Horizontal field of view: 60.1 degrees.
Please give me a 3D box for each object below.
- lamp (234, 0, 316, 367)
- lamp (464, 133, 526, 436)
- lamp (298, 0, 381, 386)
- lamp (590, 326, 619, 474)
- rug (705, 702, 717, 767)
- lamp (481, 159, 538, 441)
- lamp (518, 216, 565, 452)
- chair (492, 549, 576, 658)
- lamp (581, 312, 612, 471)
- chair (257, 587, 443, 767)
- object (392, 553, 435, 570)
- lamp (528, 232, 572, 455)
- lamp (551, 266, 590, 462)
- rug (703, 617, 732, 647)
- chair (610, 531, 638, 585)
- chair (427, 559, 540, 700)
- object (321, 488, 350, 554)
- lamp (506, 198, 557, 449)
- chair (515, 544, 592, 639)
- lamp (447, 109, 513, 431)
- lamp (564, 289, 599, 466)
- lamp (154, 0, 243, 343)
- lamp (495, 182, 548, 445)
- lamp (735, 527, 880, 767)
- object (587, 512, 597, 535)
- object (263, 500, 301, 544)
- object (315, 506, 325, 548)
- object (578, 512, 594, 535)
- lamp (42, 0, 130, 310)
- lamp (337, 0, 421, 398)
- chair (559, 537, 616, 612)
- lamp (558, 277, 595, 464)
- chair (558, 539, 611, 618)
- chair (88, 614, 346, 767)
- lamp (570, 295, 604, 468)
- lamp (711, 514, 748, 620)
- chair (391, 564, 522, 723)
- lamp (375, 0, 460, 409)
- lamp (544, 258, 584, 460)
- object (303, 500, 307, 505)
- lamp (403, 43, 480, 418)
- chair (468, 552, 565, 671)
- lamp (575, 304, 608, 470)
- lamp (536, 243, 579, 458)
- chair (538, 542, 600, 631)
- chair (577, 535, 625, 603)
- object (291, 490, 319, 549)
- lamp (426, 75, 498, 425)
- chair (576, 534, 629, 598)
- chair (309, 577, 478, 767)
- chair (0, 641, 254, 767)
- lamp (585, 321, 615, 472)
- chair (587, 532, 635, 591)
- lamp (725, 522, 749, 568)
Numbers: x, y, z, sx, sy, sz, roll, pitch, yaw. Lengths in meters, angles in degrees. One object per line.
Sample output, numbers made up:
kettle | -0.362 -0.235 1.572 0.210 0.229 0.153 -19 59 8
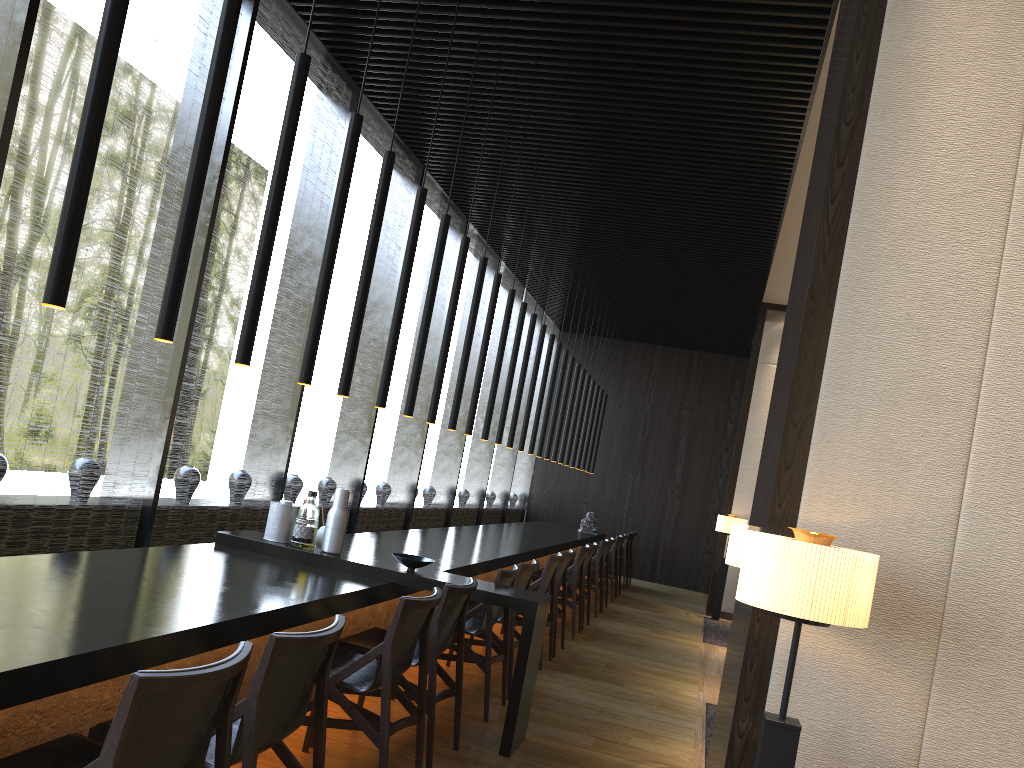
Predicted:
lamp | -0.841 -1.258 3.534 0.060 2.414 0.060 10 -2 8
lamp | -0.113 -0.793 6.801 0.060 2.414 0.060 10 -2 8
lamp | -0.721 -1.182 4.070 0.060 2.414 0.060 10 -2 8
lamp | 1.467 0.215 13.894 0.060 2.414 0.060 10 -2 8
rug | 2.080 2.271 5.008 1.953 0.008 2.255 9 -6 13
lamp | -0.004 -0.724 7.289 0.060 2.414 0.060 10 -2 18
lamp | 0.305 -0.527 8.677 0.060 2.414 0.060 10 -2 8
chair | 0.191 1.724 7.215 0.562 0.825 0.528 10 -3 13
lamp | 1.245 0.073 12.897 0.060 2.414 0.060 10 -2 8
chair | -0.622 1.205 3.565 0.562 0.825 0.528 10 -3 13
object | -0.525 0.946 4.659 0.227 0.067 0.229 9 -6 16
lamp | 0.412 -0.458 9.157 0.060 2.414 0.060 10 -2 18
lamp | 0.713 -0.266 10.509 0.060 2.414 0.060 10 -2 8
rug | 3.195 2.982 10.013 2.036 0.008 2.255 9 -6 13
chair | 1.584 2.613 13.472 0.562 0.825 0.528 10 -3 13
chair | -0.154 1.504 5.670 0.562 0.825 0.528 10 -3 13
object | -0.938 0.733 4.750 0.113 0.343 0.113 10 -3 9
lamp | 0.198 -0.595 8.196 0.060 2.414 0.060 10 -2 18
chair | 0.410 1.864 8.201 0.562 0.825 0.528 10 -3 13
lamp | -0.210 -0.855 6.367 0.060 2.414 0.060 10 -2 8
lamp | 0.923 -0.132 11.451 0.060 2.414 0.060 10 -2 8
lamp | -0.953 -1.329 3.032 0.060 2.414 0.060 10 -2 8
lamp | 0.099 -0.658 7.754 0.060 2.414 0.060 10 -2 8
lamp | 0.768 1.098 2.587 0.374 1.347 0.376 10 -3 3
object | 1.146 2.026 12.960 0.208 0.312 0.164 8 -4 38
object | -1.250 0.746 4.828 0.168 0.219 0.169 10 -4 9
object | -1.018 0.796 4.891 0.135 0.217 0.136 11 -3 1
object | 1.087 1.992 12.717 0.207 0.309 0.162 11 -3 -7
lamp | -1.064 -1.400 2.532 0.060 2.414 0.060 10 -2 8
lamp | -0.628 -1.122 4.490 0.060 2.414 0.060 10 -2 8
chair | 0.885 2.167 10.331 0.562 0.825 0.528 10 -3 13
lamp | 0.821 -0.197 10.993 0.060 2.414 0.060 10 -2 8
chair | 0.760 2.087 9.772 0.562 0.825 0.528 10 -3 13
chair | -0.842 1.065 2.580 0.562 0.825 0.528 10 -3 13
lamp | 1.026 -0.066 11.917 0.060 2.414 0.060 10 -2 8
lamp | 2.705 2.335 11.287 0.373 1.347 0.377 8 -4 43
chair | -0.278 1.425 5.111 0.562 0.825 0.528 10 -3 13
lamp | -0.515 -1.050 4.998 0.060 2.414 0.060 10 -2 8
lamp | 0.612 -0.330 10.059 0.060 2.414 0.060 10 -2 8
object | -1.167 0.762 4.923 0.067 0.237 0.067 10 -3 7
lamp | -0.414 -0.985 5.451 0.060 2.414 0.060 10 -2 8
chair | 0.066 1.645 6.656 0.562 0.825 0.528 10 -3 13
lamp | 1.137 0.004 12.411 0.060 2.414 0.060 10 -2 8
lamp | 0.510 -0.396 9.599 0.060 2.414 0.060 10 -2 8
chair | 0.535 1.944 8.760 0.562 0.825 0.528 10 -3 13
chair | 1.110 2.311 11.342 0.562 0.825 0.528 10 -3 13
object | -1.093 0.723 4.741 0.129 0.304 0.129 11 -3 -1
lamp | -0.315 -0.922 5.895 0.060 2.414 0.060 10 -2 8
chair | 1.234 2.390 11.902 0.562 0.825 0.528 10 -3 13
chair | -0.498 1.285 4.125 0.562 0.825 0.528 10 -3 13
chair | -0.967 0.986 2.020 0.562 0.825 0.528 10 -3 13
lamp | 1.355 0.143 13.391 0.060 2.414 0.060 10 -2 8
chair | 1.460 2.534 12.913 0.562 0.825 0.528 10 -3 13
lamp | 1.160 1.348 4.347 0.373 1.347 0.377 8 -4 43
